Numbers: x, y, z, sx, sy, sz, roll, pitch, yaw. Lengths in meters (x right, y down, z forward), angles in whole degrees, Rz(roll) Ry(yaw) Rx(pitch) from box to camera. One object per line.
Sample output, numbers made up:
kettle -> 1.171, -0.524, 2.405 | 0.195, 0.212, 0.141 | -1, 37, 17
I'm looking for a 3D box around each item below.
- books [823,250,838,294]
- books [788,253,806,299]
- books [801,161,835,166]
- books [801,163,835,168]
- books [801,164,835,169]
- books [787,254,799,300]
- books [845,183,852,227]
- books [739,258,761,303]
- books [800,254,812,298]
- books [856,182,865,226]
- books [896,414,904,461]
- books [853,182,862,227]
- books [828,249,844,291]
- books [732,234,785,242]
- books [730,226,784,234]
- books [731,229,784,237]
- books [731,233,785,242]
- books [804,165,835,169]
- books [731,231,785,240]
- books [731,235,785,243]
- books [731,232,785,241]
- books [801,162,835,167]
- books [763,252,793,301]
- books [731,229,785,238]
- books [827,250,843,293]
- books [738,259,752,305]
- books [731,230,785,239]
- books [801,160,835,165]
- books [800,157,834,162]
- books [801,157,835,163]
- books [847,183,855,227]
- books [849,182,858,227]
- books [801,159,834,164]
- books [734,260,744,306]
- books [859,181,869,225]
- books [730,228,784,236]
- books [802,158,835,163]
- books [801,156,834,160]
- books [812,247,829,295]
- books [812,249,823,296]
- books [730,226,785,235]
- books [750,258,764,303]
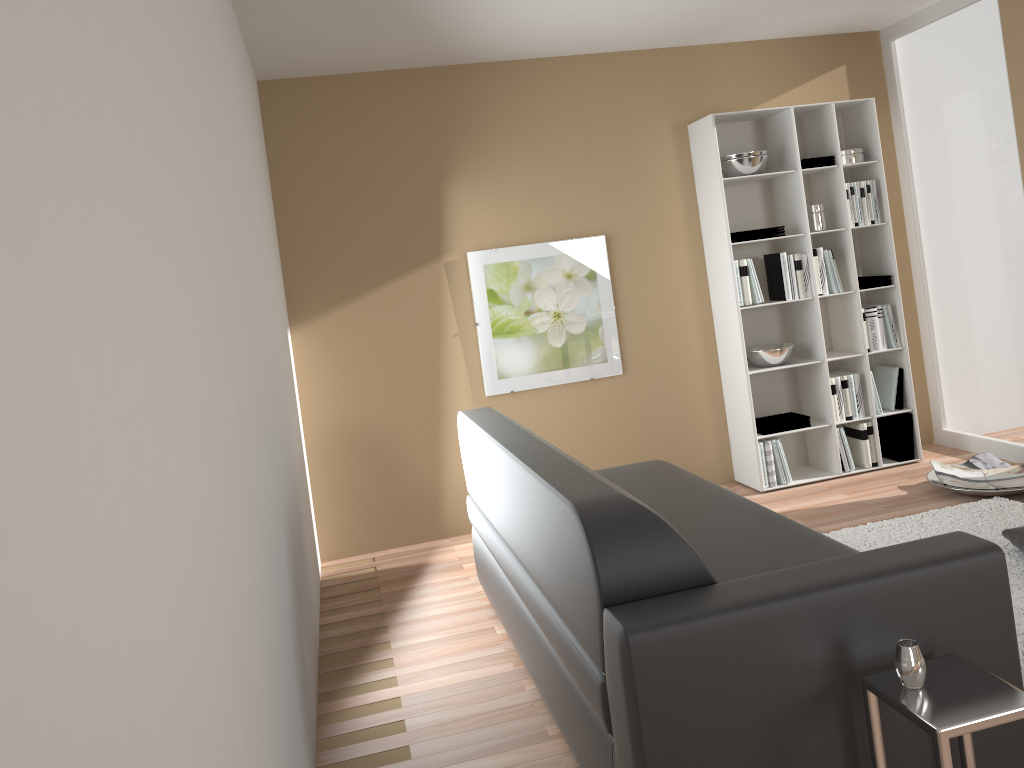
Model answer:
books -> 1.830, -0.660, 5.197 | 0.060, 0.259, 0.208 | -8, 3, -11
books -> 1.634, -0.628, 5.141 | 0.040, 0.258, 0.208 | -8, 3, -11
books -> 1.733, -1.286, 5.223 | 0.211, 0.006, 0.298 | -10, 7, -16
books -> 1.735, -1.275, 5.225 | 0.211, 0.006, 0.298 | -10, 7, -16
books -> 1.735, -1.269, 5.225 | 0.211, 0.006, 0.298 | -10, 7, -16
books -> 1.593, -0.622, 5.138 | 0.040, 0.258, 0.208 | -8, 3, -11
books -> 1.934, -1.047, 5.210 | 0.020, 0.258, 0.208 | -8, 3, -11
books -> 1.350, -0.593, 5.080 | 0.060, 0.259, 0.208 | -8, 3, -11
books -> 1.674, -0.632, 5.156 | 0.040, 0.251, 0.208 | -8, 3, -11
books -> 2.015, -1.061, 5.233 | 0.020, 0.258, 0.208 | -8, 3, -11
books -> 2.258, 0.308, 5.237 | 0.032, 0.272, 0.217 | -8, 3, -11
books -> 1.994, -1.058, 5.228 | 0.020, 0.258, 0.208 | -8, 3, -11
books -> 1.869, -0.668, 5.217 | 0.058, 0.257, 0.208 | -8, 3, -11
books -> 1.401, -0.842, 5.117 | 0.298, 0.006, 0.211 | -9, 7, -12
books -> 1.398, -0.892, 5.118 | 0.298, 0.006, 0.211 | -9, 7, -12
books -> 1.396, -0.876, 5.120 | 0.298, 0.008, 0.211 | -9, 7, -12
books -> 1.400, -0.848, 5.117 | 0.298, 0.006, 0.211 | -9, 7, -12
books -> 1.735, -1.264, 5.225 | 0.211, 0.007, 0.298 | -10, 7, -16
books -> 1.400, -0.859, 5.117 | 0.298, 0.006, 0.211 | -9, 7, -12
books -> 1.401, -0.837, 5.115 | 0.298, 0.007, 0.211 | -9, 7, -12
books -> 1.397, -0.853, 5.117 | 0.298, 0.007, 0.211 | -9, 7, -13
books -> 1.733, -1.281, 5.227 | 0.211, 0.007, 0.297 | -10, 7, -18
books -> 1.551, -0.624, 5.129 | 0.040, 0.275, 0.208 | -8, 2, -11
books -> 1.397, -0.870, 5.115 | 0.298, 0.006, 0.211 | -9, 7, -10
books -> 1.856, -0.662, 5.198 | 0.058, 0.257, 0.208 | -8, 3, -11
books -> 1.303, -0.585, 5.067 | 0.040, 0.258, 0.208 | -8, 3, -11
books -> 1.399, -0.864, 5.117 | 0.298, 0.006, 0.211 | -9, 7, -12
books -> 1.733, -1.291, 5.223 | 0.211, 0.006, 0.298 | -10, 7, -16
books -> 1.729, -1.313, 5.221 | 0.211, 0.007, 0.298 | -10, 7, -16
books -> 1.734, -1.308, 5.225 | 0.211, 0.008, 0.298 | -10, 7, -16
books -> 1.953, -1.051, 5.221 | 0.020, 0.258, 0.208 | -8, 3, -11
books -> 1.974, -1.054, 5.223 | 0.020, 0.258, 0.208 | -8, 3, -11
books -> 1.730, -1.297, 5.224 | 0.211, 0.006, 0.298 | -9, 7, -15
books -> 1.257, -0.578, 5.063 | 0.040, 0.258, 0.208 | -8, 3, -11
books -> 2.037, -1.064, 5.232 | 0.020, 0.258, 0.208 | -8, 3, -11
books -> 1.396, -0.881, 5.120 | 0.298, 0.008, 0.211 | -9, 7, -12
books -> 1.734, -1.303, 5.225 | 0.211, 0.008, 0.298 | -10, 7, -16
books -> 1.730, -1.318, 5.221 | 0.211, 0.006, 0.298 | -10, 7, -16
books -> 1.781, -0.662, 5.190 | 0.040, 0.275, 0.208 | -8, 2, -11
books -> 1.736, -0.653, 5.179 | 0.053, 0.272, 0.208 | -8, 2, -11
books -> 1.399, -0.887, 5.116 | 0.298, 0.007, 0.211 | -9, 7, -12
books -> 1.371, -0.597, 5.096 | 0.058, 0.257, 0.208 | -8, 3, -11
